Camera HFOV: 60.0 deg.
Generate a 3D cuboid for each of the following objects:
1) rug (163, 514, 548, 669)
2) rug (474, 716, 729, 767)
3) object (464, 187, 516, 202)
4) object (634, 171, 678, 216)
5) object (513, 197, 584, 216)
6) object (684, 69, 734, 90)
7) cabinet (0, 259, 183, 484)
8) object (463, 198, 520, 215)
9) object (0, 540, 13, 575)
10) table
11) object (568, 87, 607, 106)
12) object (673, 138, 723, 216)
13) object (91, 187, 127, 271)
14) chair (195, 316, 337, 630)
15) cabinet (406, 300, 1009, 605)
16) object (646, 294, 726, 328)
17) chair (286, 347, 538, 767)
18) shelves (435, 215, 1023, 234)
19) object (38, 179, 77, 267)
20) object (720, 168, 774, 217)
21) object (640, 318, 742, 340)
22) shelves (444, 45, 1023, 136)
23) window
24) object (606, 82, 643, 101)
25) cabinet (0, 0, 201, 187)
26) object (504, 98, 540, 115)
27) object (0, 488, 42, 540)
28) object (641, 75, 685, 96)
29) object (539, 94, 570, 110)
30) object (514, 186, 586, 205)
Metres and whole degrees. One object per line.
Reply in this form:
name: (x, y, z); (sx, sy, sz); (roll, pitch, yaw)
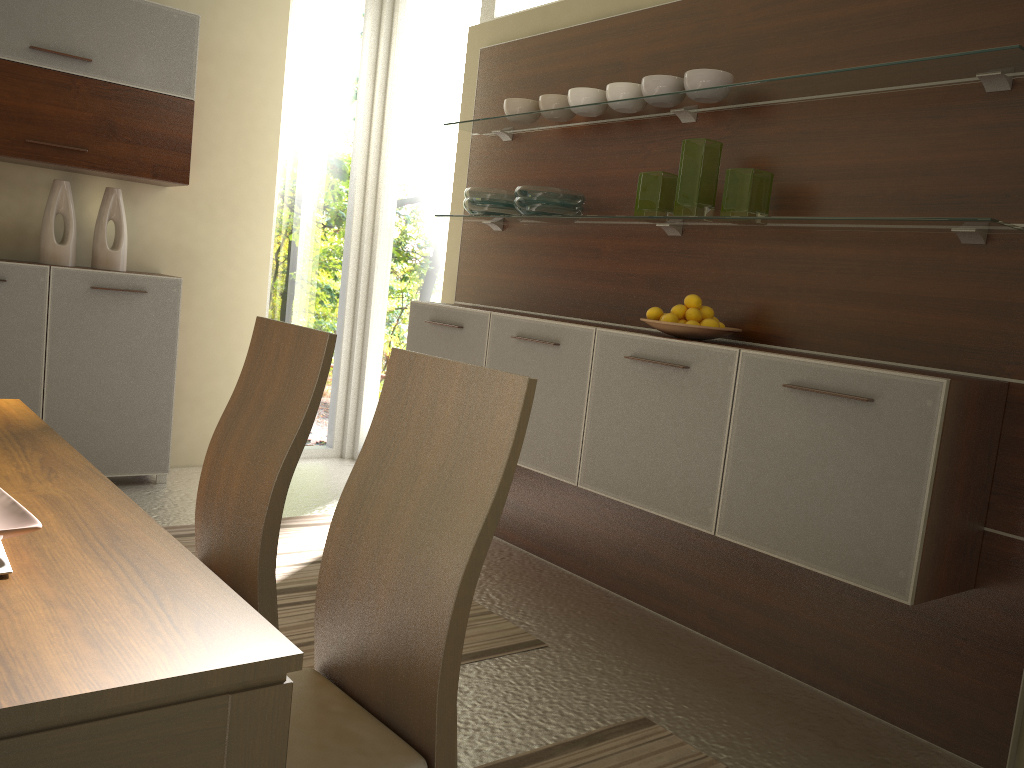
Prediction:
rug: (-0.699, 0.721, 3.259); (0.842, 0.007, 1.613); (2, 8, -38)
rug: (0.526, 1.037, 1.583); (0.843, 0.010, 1.613); (1, 8, -38)
object: (-0.065, -0.797, 3.847); (0.288, 0.068, 0.288); (7, 6, 10)
object: (0.516, -0.661, 3.130); (0.111, 0.160, 0.112); (1, 8, -39)
object: (0.147, -0.703, 3.585); (0.288, 0.068, 0.288); (7, 6, 10)
object: (0.658, -1.000, 2.984); (0.163, 0.077, 0.163); (7, 6, 10)
cabinet: (-2.638, -0.054, 3.720); (2.318, 1.018, 0.372); (1, 8, -39)
object: (-0.070, -0.755, 3.851); (0.288, 0.068, 0.288); (7, 6, 10)
object: (-0.833, 0.164, 0.855); (0.589, 0.010, 0.287); (2, 7, -35)
table: (-1.057, 0.519, 1.085); (1.000, 0.790, 1.411); (1, 8, -39)
object: (0.295, -1.088, 3.429); (0.163, 0.077, 0.163); (7, 6, 10)
object: (0.625, -0.685, 2.979); (0.099, 0.259, 0.099); (1, 8, -39)
object: (-1.900, -0.734, 4.203); (0.153, 0.384, 0.153); (6, 6, -5)
chair: (-0.696, 0.374, 1.733); (0.507, 1.017, 0.404); (1, 8, -39)
cabinet: (0.384, 0.087, 3.216); (0.372, 0.570, 2.463); (1, 8, -39)
object: (0.585, -0.232, 2.968); (0.259, 0.139, 0.230); (9, 7, 21)
chair: (-0.323, 0.464, 1.284); (0.507, 1.017, 0.404); (1, 8, -41)
shelves: (0.503, -0.582, 3.181); (0.255, 0.008, 2.463); (1, 8, -39)
object: (-2.074, -0.738, 4.064); (0.153, 0.384, 0.153); (6, 6, -5)
object: (0.754, -0.604, 2.849); (0.112, 0.160, 0.111); (1, 8, -39)
object: (0.594, -0.175, 2.964); (0.337, 0.053, 0.337); (5, 6, -7)
shelves: (0.547, -0.985, 3.137); (0.255, 0.008, 2.463); (1, 8, -39)
window: (-1.814, -0.750, 1.760); (6.429, 3.000, 4.466); (1, 8, -41)
object: (0.427, -1.057, 3.283); (0.163, 0.077, 0.163); (7, 6, 2)
cabinet: (-2.493, -1.379, 3.577); (2.318, 0.789, 0.372); (1, 8, -39)
object: (0.044, -1.149, 3.743); (0.163, 0.077, 0.163); (7, 6, 10)
object: (-0.706, 0.149, 0.968); (0.283, 0.033, 0.283); (0, 9, -44)
object: (0.534, -1.028, 3.122); (0.163, 0.077, 0.163); (7, 6, 10)
object: (0.188, -1.118, 3.598); (0.163, 0.077, 0.163); (7, 6, 10)
object: (0.152, -0.745, 3.580); (0.288, 0.068, 0.288); (7, 6, 10)
